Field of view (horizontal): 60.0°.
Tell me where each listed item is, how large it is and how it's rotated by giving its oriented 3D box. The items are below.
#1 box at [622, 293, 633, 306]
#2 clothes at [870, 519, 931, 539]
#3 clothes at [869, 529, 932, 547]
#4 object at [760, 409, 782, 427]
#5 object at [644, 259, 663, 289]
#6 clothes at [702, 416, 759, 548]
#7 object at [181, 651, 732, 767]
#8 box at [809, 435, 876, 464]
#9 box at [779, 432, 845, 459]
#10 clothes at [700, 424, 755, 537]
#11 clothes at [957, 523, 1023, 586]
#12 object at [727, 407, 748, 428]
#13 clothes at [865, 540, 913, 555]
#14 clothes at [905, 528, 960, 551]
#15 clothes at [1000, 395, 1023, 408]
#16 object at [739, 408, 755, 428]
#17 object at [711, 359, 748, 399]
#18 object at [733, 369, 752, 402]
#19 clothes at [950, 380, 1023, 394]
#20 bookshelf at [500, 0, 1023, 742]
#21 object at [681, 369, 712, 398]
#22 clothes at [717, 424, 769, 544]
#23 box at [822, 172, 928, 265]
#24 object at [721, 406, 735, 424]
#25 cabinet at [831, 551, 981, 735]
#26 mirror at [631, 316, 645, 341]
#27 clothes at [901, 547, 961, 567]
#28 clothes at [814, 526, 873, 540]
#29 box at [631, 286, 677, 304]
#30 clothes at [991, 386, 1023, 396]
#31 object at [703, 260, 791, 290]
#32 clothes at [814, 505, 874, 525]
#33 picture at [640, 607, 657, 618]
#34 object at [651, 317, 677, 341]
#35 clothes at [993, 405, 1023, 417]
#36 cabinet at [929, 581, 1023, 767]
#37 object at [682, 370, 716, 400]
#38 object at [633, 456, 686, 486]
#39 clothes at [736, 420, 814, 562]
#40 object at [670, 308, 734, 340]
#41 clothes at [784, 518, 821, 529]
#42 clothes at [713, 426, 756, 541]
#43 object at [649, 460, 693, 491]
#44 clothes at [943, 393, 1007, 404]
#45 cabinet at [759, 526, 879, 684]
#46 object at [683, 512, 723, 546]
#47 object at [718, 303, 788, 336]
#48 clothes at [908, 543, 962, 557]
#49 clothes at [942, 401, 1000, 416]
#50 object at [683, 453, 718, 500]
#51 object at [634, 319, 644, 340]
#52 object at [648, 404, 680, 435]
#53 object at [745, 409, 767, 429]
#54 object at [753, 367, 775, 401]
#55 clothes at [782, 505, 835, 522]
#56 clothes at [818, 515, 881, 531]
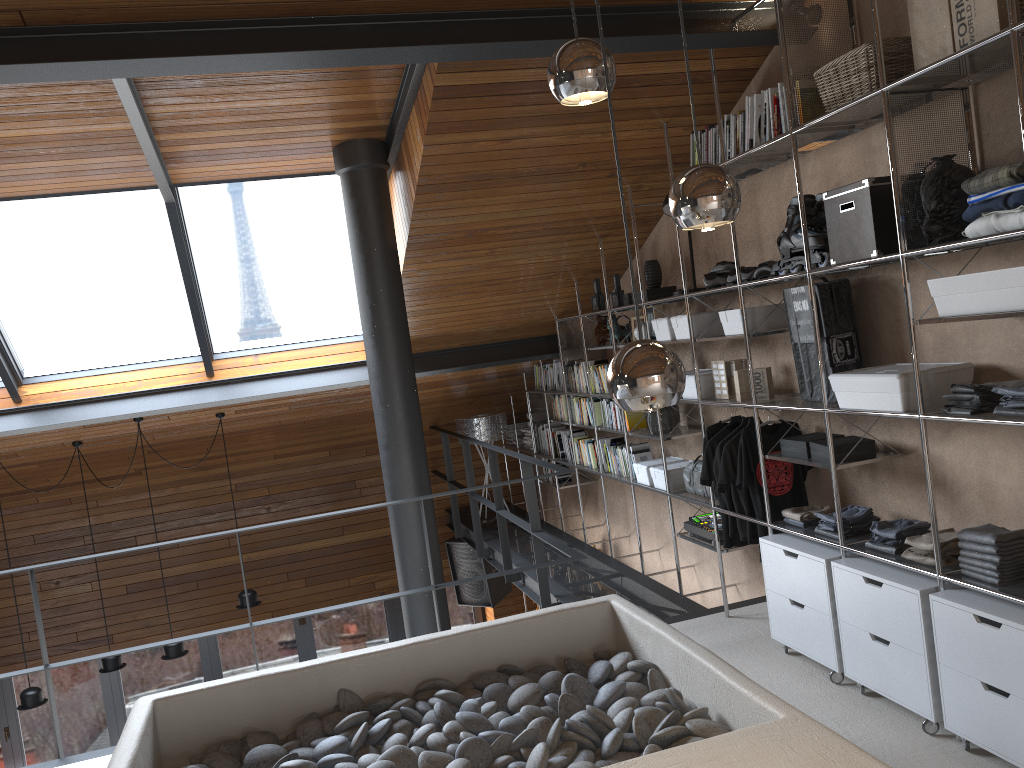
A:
[{"bbox_3d":[0.834,-0.554,5.724,0.208,0.079,0.207,-8,3,-1],"label":"box"},{"bbox_3d":[1.576,0.577,3.575,0.204,0.049,0.184,-9,3,-16],"label":"clothes"},{"bbox_3d":[1.562,0.609,3.575,0.203,0.053,0.198,-8,3,-11],"label":"clothes"},{"bbox_3d":[1.273,0.168,4.393,0.283,0.118,0.016,-8,3,-15],"label":"object"},{"bbox_3d":[0.875,-0.678,5.502,0.115,0.177,0.115,-7,3,10],"label":"object"},{"bbox_3d":[1.225,0.524,4.757,0.424,0.689,0.090,-9,3,-16],"label":"clothes"},{"bbox_3d":[-0.244,1.176,2.665,1.842,0.246,1.435,-8,3,-15],"label":"object"},{"bbox_3d":[1.445,0.288,3.882,0.208,0.079,0.207,-8,3,-3],"label":"box"},{"bbox_3d":[1.393,0.284,4.111,0.208,0.079,0.207,-9,3,-16],"label":"box"},{"bbox_3d":[1.217,0.504,4.713,0.488,0.586,0.074,-9,3,-22],"label":"clothes"},{"bbox_3d":[1.680,0.582,3.063,0.184,0.172,0.201,-8,3,-13],"label":"clothes"},{"bbox_3d":[1.191,0.207,4.704,0.387,0.197,0.009,-9,3,-19],"label":"object"},{"bbox_3d":[1.582,0.632,3.587,0.242,0.048,0.207,-9,3,-18],"label":"clothes"},{"bbox_3d":[1.620,0.582,3.334,0.212,0.047,0.187,-8,3,-14],"label":"clothes"},{"bbox_3d":[1.685,0.044,2.814,0.215,0.047,0.191,-8,3,-15],"label":"clothes"},{"bbox_3d":[1.224,0.208,4.585,0.387,0.197,0.009,-9,3,-19],"label":"object"},{"bbox_3d":[1.175,-0.031,4.698,0.142,0.205,0.196,-9,3,-17],"label":"object"},{"bbox_3d":[1.171,0.005,4.471,0.074,0.156,0.078,-8,3,0],"label":"object"},{"bbox_3d":[1.645,0.012,3.066,0.200,0.052,0.194,-8,3,-14],"label":"clothes"},{"bbox_3d":[1.530,0.886,4.052,0.421,6.219,10.738,-8,3,-15],"label":"bookshelf"},{"bbox_3d":[1.036,-0.003,5.208,0.295,0.136,0.228,-8,3,-15],"label":"object"},{"bbox_3d":[1.266,0.506,4.532,0.488,0.586,0.074,-9,3,-22],"label":"clothes"},{"bbox_3d":[1.420,-0.635,3.444,0.266,0.295,0.289,-8,3,-15],"label":"box"},{"bbox_3d":[1.176,0.164,4.749,0.283,0.118,0.016,-8,3,-15],"label":"object"},{"bbox_3d":[1.640,0.988,3.508,0.435,0.561,0.527,-8,3,-14],"label":"cabinet"},{"bbox_3d":[0.853,-0.361,5.788,0.130,0.168,0.069,-5,4,45],"label":"mirror"},{"bbox_3d":[1.635,0.635,3.345,0.238,0.053,0.212,-9,3,-17],"label":"clothes"},{"bbox_3d":[1.495,0.632,3.913,0.243,0.045,0.208,-8,3,-15],"label":"clothes"},{"bbox_3d":[0.884,-0.551,5.512,0.208,0.079,0.207,-9,3,-18],"label":"box"},{"bbox_3d":[1.684,0.013,2.830,0.200,0.052,0.194,-8,3,-13],"label":"clothes"},{"bbox_3d":[1.170,-0.570,4.434,0.286,0.141,0.657,-9,3,-22],"label":"object"},{"bbox_3d":[1.475,0.578,3.920,0.200,0.052,0.194,-8,3,-13],"label":"clothes"},{"bbox_3d":[1.068,2.062,6.862,0.136,0.625,0.544,-8,3,-15],"label":"picture"},{"bbox_3d":[0.997,-0.335,5.188,0.295,0.136,0.228,-8,3,-15],"label":"object"},{"bbox_3d":[1.705,0.066,2.823,0.243,0.045,0.208,-8,3,-15],"label":"clothes"},{"bbox_3d":[1.788,0.994,2.956,0.435,0.561,0.527,-8,3,-14],"label":"cabinet"},{"bbox_3d":[1.106,0.000,4.951,0.295,0.136,0.228,-8,3,-15],"label":"object"},{"bbox_3d":[0.967,0.567,5.777,0.295,0.136,0.228,-8,3,-15],"label":"object"},{"bbox_3d":[1.321,0.527,4.402,0.424,0.689,0.090,-9,3,-16],"label":"clothes"},{"bbox_3d":[1.065,-0.332,4.937,0.295,0.136,0.228,-8,3,-15],"label":"object"},{"bbox_3d":[1.427,0.629,4.167,0.248,0.043,0.190,-8,3,-6],"label":"clothes"},{"bbox_3d":[1.279,0.501,4.603,0.488,0.586,0.074,-9,3,-22],"label":"clothes"},{"bbox_3d":[1.038,0.570,5.518,0.295,0.136,0.228,-8,3,-15],"label":"object"},{"bbox_3d":[1.652,0.042,3.084,0.215,0.047,0.191,-8,3,-15],"label":"clothes"},{"bbox_3d":[1.490,0.982,4.046,0.435,0.561,0.527,-8,3,-14],"label":"cabinet"},{"bbox_3d":[1.219,0.826,5.125,0.320,0.114,0.404,-8,3,-15],"label":"object"},{"bbox_3d":[1.212,-0.321,4.401,0.290,0.124,0.222,-8,3,-15],"label":"object"},{"bbox_3d":[1.619,0.609,3.323,0.229,0.052,0.199,-8,3,-12],"label":"clothes"},{"bbox_3d":[1.639,0.068,3.077,0.243,0.045,0.208,-9,3,-16],"label":"clothes"},{"bbox_3d":[1.135,0.521,5.123,0.166,0.247,0.376,-9,3,-17],"label":"object"},{"bbox_3d":[0.824,-0.339,5.664,0.091,0.146,0.091,-7,3,19],"label":"object"},{"bbox_3d":[0.965,0.184,5.651,0.166,0.240,0.390,-7,3,18],"label":"object"},{"bbox_3d":[1.241,0.208,4.523,0.387,0.197,0.009,-9,3,-19],"label":"object"},{"bbox_3d":[1.244,-0.001,4.394,0.074,0.156,0.078,-6,3,35],"label":"object"},{"bbox_3d":[1.409,0.599,4.161,0.221,0.050,0.196,-8,3,-12],"label":"clothes"},{"bbox_3d":[1.476,0.609,3.904,0.215,0.047,0.191,-8,3,-15],"label":"clothes"}]
